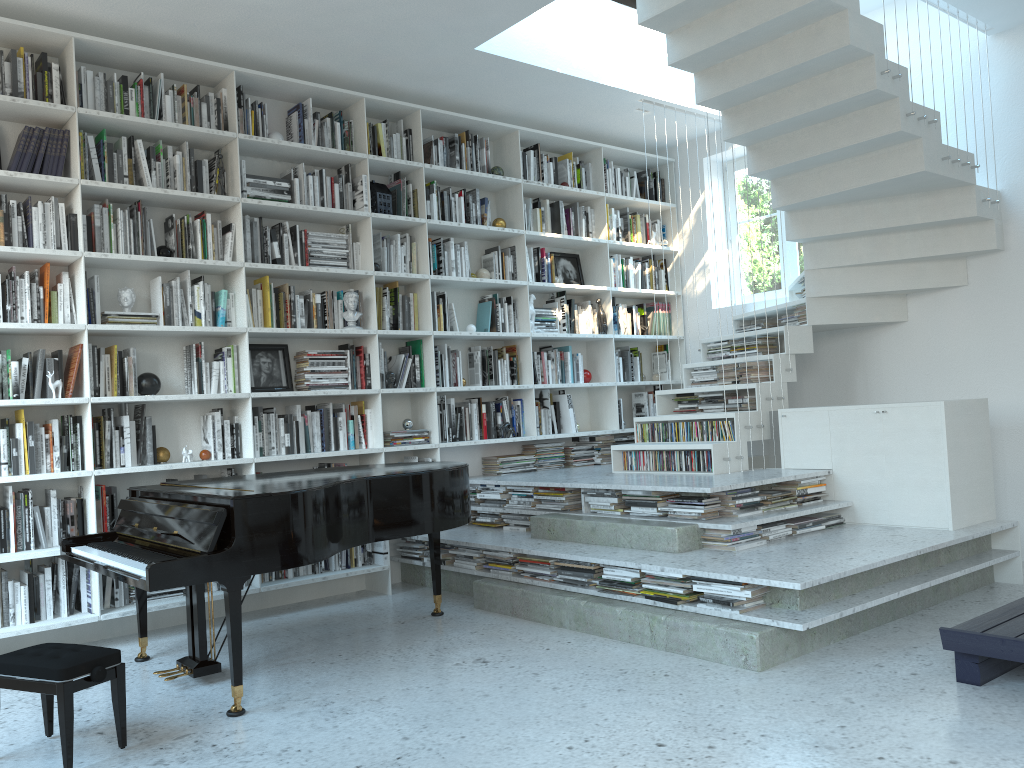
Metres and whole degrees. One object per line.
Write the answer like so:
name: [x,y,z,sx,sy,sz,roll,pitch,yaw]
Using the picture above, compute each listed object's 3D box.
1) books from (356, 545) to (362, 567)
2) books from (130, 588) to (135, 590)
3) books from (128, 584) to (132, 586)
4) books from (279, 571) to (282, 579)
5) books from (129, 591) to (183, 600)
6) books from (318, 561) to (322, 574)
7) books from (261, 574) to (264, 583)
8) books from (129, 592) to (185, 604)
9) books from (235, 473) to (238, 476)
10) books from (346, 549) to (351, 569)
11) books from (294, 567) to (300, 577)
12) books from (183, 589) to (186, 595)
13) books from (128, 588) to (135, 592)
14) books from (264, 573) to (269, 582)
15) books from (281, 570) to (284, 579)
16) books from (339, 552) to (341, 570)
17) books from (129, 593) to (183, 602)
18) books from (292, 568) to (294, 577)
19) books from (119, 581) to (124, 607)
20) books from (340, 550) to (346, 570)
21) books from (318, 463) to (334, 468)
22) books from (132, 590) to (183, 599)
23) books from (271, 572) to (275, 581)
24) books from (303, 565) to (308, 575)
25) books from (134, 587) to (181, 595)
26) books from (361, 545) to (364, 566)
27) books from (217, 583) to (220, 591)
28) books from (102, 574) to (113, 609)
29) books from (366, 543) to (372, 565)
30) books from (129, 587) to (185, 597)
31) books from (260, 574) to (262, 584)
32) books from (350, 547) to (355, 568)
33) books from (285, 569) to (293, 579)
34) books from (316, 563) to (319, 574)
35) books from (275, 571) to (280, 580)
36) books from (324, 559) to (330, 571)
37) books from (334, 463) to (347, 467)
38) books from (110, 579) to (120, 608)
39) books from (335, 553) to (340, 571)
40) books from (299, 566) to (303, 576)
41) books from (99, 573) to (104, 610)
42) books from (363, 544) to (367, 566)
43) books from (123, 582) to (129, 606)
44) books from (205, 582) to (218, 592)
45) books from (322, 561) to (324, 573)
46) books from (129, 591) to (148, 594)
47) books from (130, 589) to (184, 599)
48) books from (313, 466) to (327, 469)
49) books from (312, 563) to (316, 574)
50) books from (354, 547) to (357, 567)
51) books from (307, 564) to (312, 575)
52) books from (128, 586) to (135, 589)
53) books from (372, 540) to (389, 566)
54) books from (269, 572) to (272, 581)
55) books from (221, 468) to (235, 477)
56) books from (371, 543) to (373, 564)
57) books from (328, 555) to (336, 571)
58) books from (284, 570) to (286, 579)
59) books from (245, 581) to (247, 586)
books: [-0.999,1.031,5.546,0.022,0.205,0.191,-2,-2,-39]
books: [-1.936,1.081,4.801,0.254,0.007,0.161,-2,-3,-38]
books: [-1.938,1.061,4.802,0.285,0.007,0.159,-2,-3,-38]
books: [-1.400,1.026,5.240,0.012,0.239,0.128,-2,-2,-39]
books: [-1.936,1.136,4.800,0.254,0.007,0.161,-2,-3,-39]
books: [-1.207,0.972,5.377,0.014,0.335,0.183,-2,-2,-39]
books: [-1.491,0.997,5.146,0.014,0.300,0.184,-2,-2,-39]
books: [-1.935,1.150,4.801,0.285,0.007,0.159,-2,-3,-39]
books: [-1.611,0.657,5.092,0.021,0.289,0.160,-2,-2,-39]
books: [-1.059,0.977,5.490,0.013,0.317,0.186,-2,-2,-39]
books: [-1.323,0.996,5.303,0.026,0.294,0.155,-2,-2,-39]
books: [-1.810,1.029,4.888,0.012,0.254,0.161,-2,-2,-39]
books: [-1.932,1.088,4.795,0.285,0.007,0.159,-1,-3,-43]
books: [-1.469,1.016,5.188,0.025,0.263,0.145,-2,-2,-39]
books: [-1.395,1.008,5.252,0.012,0.276,0.154,-2,-2,-39]
books: [-1.106,0.990,5.459,0.011,0.292,0.184,-2,-2,-39]
books: [-1.930,1.143,4.794,0.254,0.007,0.161,-2,-3,-35]
books: [-1.349,1.046,5.293,0.030,0.196,0.143,-2,-2,-39]
books: [-2.087,1.051,4.681,0.027,0.227,0.139,-2,-2,-39]
books: [-1.077,1.010,5.468,0.044,0.251,0.187,-2,-2,-39]
books: [-1.123,0.633,5.397,0.013,0.303,0.181,-2,-2,-39]
books: [-1.935,1.129,4.799,0.254,0.007,0.161,-2,-3,-38]
books: [-1.433,0.991,5.207,0.034,0.311,0.170,-2,-2,-39]
books: [-1.280,1.012,5.341,0.028,0.261,0.132,-2,-2,-39]
books: [-1.930,1.109,4.796,0.254,0.007,0.161,-1,-3,-43]
books: [-0.987,1.020,5.571,0.028,0.227,0.162,-2,-2,-39]
books: [-1.685,1.037,4.991,0.011,0.232,0.174,-2,-2,-39]
books: [-2.130,1.074,4.636,0.053,0.184,0.148,-2,-2,-39]
books: [-0.946,1.023,5.586,0.029,0.217,0.191,-2,-2,-39]
books: [-1.928,1.115,4.793,0.285,0.007,0.159,-2,-2,-34]
books: [-1.505,1.020,5.133,0.026,0.256,0.183,-2,-2,-39]
books: [-1.032,1.006,5.521,0.011,0.258,0.171,-2,-2,-39]
books: [-1.353,1.040,5.252,0.028,0.206,0.175,-2,-2,-39]
books: [-1.223,1.034,5.372,0.022,0.213,0.167,-2,-2,-39]
books: [-1.416,1.023,5.232,0.022,0.247,0.144,-2,-2,-39]
books: [-1.170,1.033,5.437,0.040,0.212,0.129,-2,-2,-39]
books: [-1.054,0.636,5.459,0.015,0.293,0.169,-2,-2,-39]
books: [-2.101,1.049,4.659,0.023,0.231,0.164,-2,-2,-39]
books: [-1.118,1.032,5.444,0.029,0.210,0.170,-2,-2,-39]
books: [-1.302,1.026,5.323,0.030,0.234,0.138,-2,-2,-39]
books: [-2.165,1.068,4.617,0.025,0.198,0.160,-2,-2,-39]
books: [-0.967,1.005,5.578,0.012,0.256,0.176,-2,-2,-39]
books: [-2.068,1.023,4.699,0.027,0.282,0.129,-2,-2,-39]
books: [-1.716,1.027,4.970,0.062,0.253,0.178,-2,-2,-39]
books: [-1.196,0.995,5.387,0.014,0.288,0.185,-2,-2,-39]
books: [-1.933,1.101,4.799,0.285,0.007,0.159,-2,-3,-37]
books: [-1.931,1.122,4.794,0.285,0.007,0.159,-1,-3,-43]
books: [-1.161,0.644,5.383,0.012,0.285,0.159,-2,-2,-39]
books: [-1.236,0.998,5.358,0.013,0.285,0.185,-2,-2,-39]
books: [-1.022,1.039,5.540,0.024,0.191,0.155,-2,-2,-39]
books: [-1.256,1.040,5.355,0.024,0.203,0.144,-2,-2,-39]
books: [-1.931,1.074,4.794,0.285,0.007,0.159,-1,-3,-44]
books: [-0.869,0.993,5.578,0.038,0.269,0.277,-2,-2,-39]
books: [-1.451,0.978,5.192,0.012,0.337,0.144,-2,-2,-39]
books: [-1.619,0.641,5.074,0.013,0.320,0.173,-2,-2,-39]
books: [-0.933,1.041,5.611,0.023,0.182,0.149,-2,-2,-39]
books: [-1.130,1.034,5.428,0.010,0.206,0.180,-2,-2,-39]
books: [-1.385,1.018,5.259,0.012,0.255,0.150,-2,-2,-39]
books: [-1.568,1.060,5.090,0.024,0.179,0.171,-2,-2,-39]
